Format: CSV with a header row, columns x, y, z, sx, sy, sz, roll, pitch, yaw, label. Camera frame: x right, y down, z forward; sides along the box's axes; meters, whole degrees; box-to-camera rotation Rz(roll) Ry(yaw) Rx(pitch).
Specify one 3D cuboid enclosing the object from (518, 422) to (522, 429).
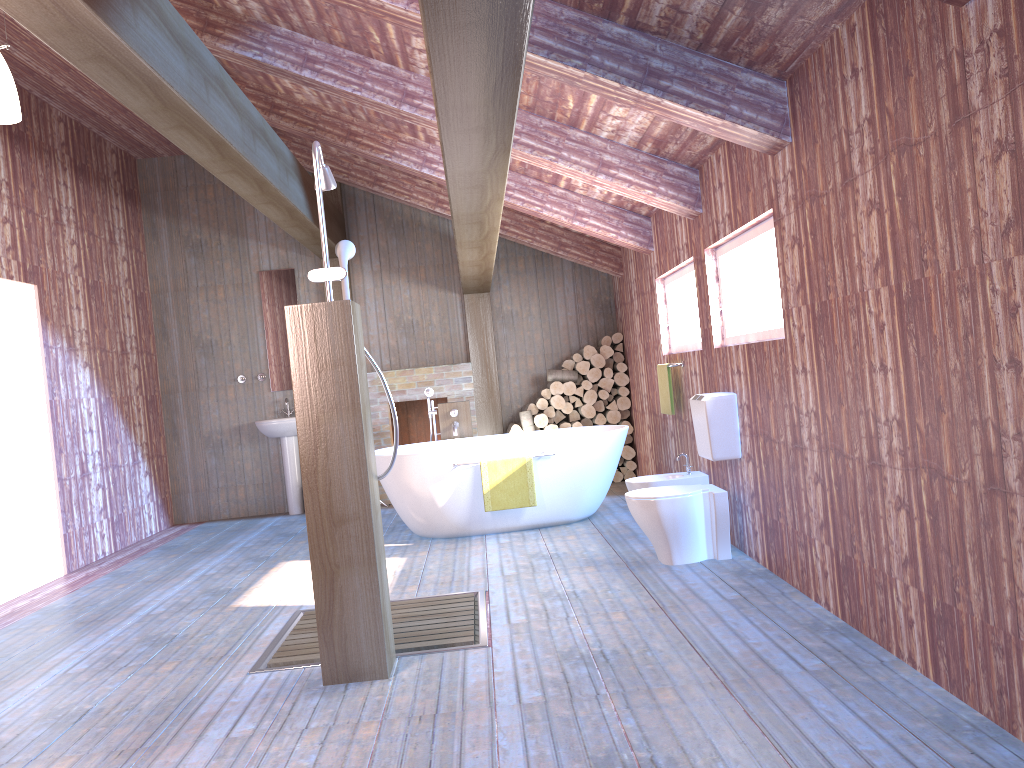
x,y,z,sx,sy,sz,roll,pitch,yaw,label
0.111,0.418,8.759,0.099,0.093,0.280,-6,0,-1,object

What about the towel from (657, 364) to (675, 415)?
x,y,z,sx,sy,sz,roll,pitch,yaw,label
1.099,0.037,6.342,0.032,0.361,0.370,-6,0,-2,towel

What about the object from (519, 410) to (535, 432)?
x,y,z,sx,sy,sz,roll,pitch,yaw,label
0.151,0.401,8.482,0.147,0.298,0.109,-6,0,1,object

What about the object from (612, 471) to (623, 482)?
x,y,z,sx,sy,sz,roll,pitch,yaw,label
1.011,0.902,8.732,0.116,0.117,0.289,-6,0,-4,object

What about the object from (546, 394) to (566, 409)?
x,y,z,sx,sy,sz,roll,pitch,yaw,label
0.423,0.173,8.661,0.141,0.143,0.437,-6,0,-4,object

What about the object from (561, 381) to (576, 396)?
x,y,z,sx,sy,sz,roll,pitch,yaw,label
0.538,0.038,8.671,0.138,0.147,0.440,-6,0,-2,object

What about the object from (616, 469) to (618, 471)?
x,y,z,sx,sy,sz,roll,pitch,yaw,label
0.980,0.820,8.733,0.084,0.105,0.280,-6,0,-4,object

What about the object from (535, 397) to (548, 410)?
x,y,z,sx,sy,sz,roll,pitch,yaw,label
0.286,0.188,8.651,0.115,0.123,0.291,-6,0,-1,object

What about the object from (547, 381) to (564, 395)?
x,y,z,sx,sy,sz,roll,pitch,yaw,label
0.422,0.035,8.666,0.135,0.145,0.439,-6,0,-2,object

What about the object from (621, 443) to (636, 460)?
x,y,z,sx,sy,sz,roll,pitch,yaw,label
1.101,0.652,8.697,0.147,0.152,0.439,-6,0,-2,object

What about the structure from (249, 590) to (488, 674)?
x,y,z,sx,sy,sz,roll,pitch,yaw,label
-0.615,1.174,4.195,1.000,0.067,1.000,-6,0,-2,structure

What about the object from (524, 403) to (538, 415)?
x,y,z,sx,sy,sz,roll,pitch,yaw,label
0.185,0.244,8.695,0.114,0.113,0.301,-6,0,-4,object

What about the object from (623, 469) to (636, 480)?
x,y,z,sx,sy,sz,roll,pitch,yaw,label
1.132,0.888,8.750,0.114,0.113,0.301,-6,0,-4,object

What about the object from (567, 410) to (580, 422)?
x,y,z,sx,sy,sz,roll,pitch,yaw,label
0.604,0.312,8.770,0.104,0.127,0.321,-6,0,-2,object

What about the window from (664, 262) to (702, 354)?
x,y,z,sx,sy,sz,roll,pitch,yaw,label
1.223,-0.513,6.116,0.054,0.587,1.255,-6,0,-1,window

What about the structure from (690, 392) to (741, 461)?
x,y,z,sx,sy,sz,roll,pitch,yaw,label
1.142,0.235,4.995,0.182,0.363,0.358,-6,0,-1,structure

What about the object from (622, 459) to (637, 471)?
x,y,z,sx,sy,sz,roll,pitch,yaw,label
1.135,0.775,8.695,0.102,0.109,0.438,-6,0,-2,object

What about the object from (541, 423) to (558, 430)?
x,y,z,sx,sy,sz,roll,pitch,yaw,label
0.368,0.444,8.677,0.139,0.148,0.458,-6,0,-2,object

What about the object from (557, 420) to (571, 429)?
x,y,z,sx,sy,sz,roll,pitch,yaw,label
0.510,0.422,8.671,0.114,0.120,0.303,-6,0,-1,object

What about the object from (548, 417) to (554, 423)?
x,y,z,sx,sy,sz,roll,pitch,yaw,label
0.366,0.351,8.671,0.064,0.068,0.174,-6,0,-3,object

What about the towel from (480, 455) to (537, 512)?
x,y,z,sx,sy,sz,roll,pitch,yaw,label
-0.025,0.693,6.182,0.370,0.361,0.032,-6,0,-6,towel

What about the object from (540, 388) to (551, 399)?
x,y,z,sx,sy,sz,roll,pitch,yaw,label
0.330,0.093,8.667,0.106,0.112,0.282,-6,0,-1,object

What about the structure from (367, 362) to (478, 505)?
x,y,z,sx,sy,sz,roll,pitch,yaw,label
-0.898,0.500,8.790,1.130,1.330,0.226,-6,0,-2,structure

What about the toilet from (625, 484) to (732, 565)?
x,y,z,sx,sy,sz,roll,pitch,yaw,label
0.921,0.794,4.994,0.534,0.400,0.375,-6,0,-1,toilet

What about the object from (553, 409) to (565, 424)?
x,y,z,sx,sy,sz,roll,pitch,yaw,label
0.454,0.312,8.761,0.128,0.150,0.323,-6,0,-2,object

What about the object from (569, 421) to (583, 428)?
x,y,z,sx,sy,sz,roll,pitch,yaw,label
0.612,0.408,8.670,0.098,0.100,0.437,-6,0,-4,object

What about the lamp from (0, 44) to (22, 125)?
x,y,z,sx,sy,sz,roll,pitch,yaw,label
-2.154,-1.584,3.624,0.174,1.001,0.174,-6,0,-21,lamp

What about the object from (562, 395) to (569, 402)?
x,y,z,sx,sy,sz,roll,pitch,yaw,label
0.516,0.142,8.651,0.057,0.061,0.156,-6,0,-3,object

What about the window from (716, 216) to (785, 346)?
x,y,z,sx,sy,sz,roll,pitch,yaw,label
1.260,-0.505,4.570,0.054,0.587,1.255,-6,0,-1,window

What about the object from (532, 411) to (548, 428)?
x,y,z,sx,sy,sz,roll,pitch,yaw,label
0.270,0.345,8.658,0.138,0.147,0.440,-6,0,-2,object

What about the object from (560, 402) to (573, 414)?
x,y,z,sx,sy,sz,roll,pitch,yaw,label
0.527,0.227,8.663,0.115,0.123,0.291,-6,0,-1,object

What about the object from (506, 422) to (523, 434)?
x,y,z,sx,sy,sz,roll,pitch,yaw,label
0.024,0.452,8.658,0.139,0.137,0.455,-6,0,-4,object

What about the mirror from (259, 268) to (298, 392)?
x,y,z,sx,sy,sz,roll,pitch,yaw,label
-2.275,-0.537,8.803,0.350,1.199,0.009,-6,0,-2,mirror

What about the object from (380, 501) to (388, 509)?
x,y,z,sx,sy,sz,roll,pitch,yaw,label
-1.338,0.752,8.469,0.206,0.871,0.126,-5,1,41,object

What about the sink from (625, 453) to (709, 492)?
x,y,z,sx,sy,sz,roll,pitch,yaw,label
1.005,0.720,5.782,0.515,0.517,0.335,-6,0,-1,sink

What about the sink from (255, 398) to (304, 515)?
x,y,z,sx,sy,sz,roll,pitch,yaw,label
-2.156,0.705,8.603,0.582,1.143,0.475,-6,0,-3,sink

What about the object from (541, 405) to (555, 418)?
x,y,z,sx,sy,sz,roll,pitch,yaw,label
0.352,0.271,8.670,0.111,0.113,0.301,-6,0,-3,object

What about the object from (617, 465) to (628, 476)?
x,y,z,sx,sy,sz,roll,pitch,yaw,label
1.080,0.846,8.742,0.085,0.086,0.278,-6,0,-4,object

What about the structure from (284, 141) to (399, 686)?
x,y,z,sx,sy,sz,roll,pitch,yaw,label
-0.686,0.066,3.645,0.328,2.209,0.522,-6,0,19,structure

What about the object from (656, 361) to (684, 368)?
x,y,z,sx,sy,sz,roll,pitch,yaw,label
1.118,-0.132,6.337,0.091,0.043,0.581,-6,0,-2,object

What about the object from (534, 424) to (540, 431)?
x,y,z,sx,sy,sz,roll,pitch,yaw,label
0.214,0.449,8.749,0.121,0.124,0.291,-6,0,-1,object

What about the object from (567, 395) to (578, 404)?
x,y,z,sx,sy,sz,roll,pitch,yaw,label
0.591,0.144,8.668,0.088,0.092,0.280,-6,0,-1,object

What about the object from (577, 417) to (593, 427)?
x,y,z,sx,sy,sz,roll,pitch,yaw,label
0.718,0.387,8.774,0.116,0.118,0.289,-6,0,-4,object
